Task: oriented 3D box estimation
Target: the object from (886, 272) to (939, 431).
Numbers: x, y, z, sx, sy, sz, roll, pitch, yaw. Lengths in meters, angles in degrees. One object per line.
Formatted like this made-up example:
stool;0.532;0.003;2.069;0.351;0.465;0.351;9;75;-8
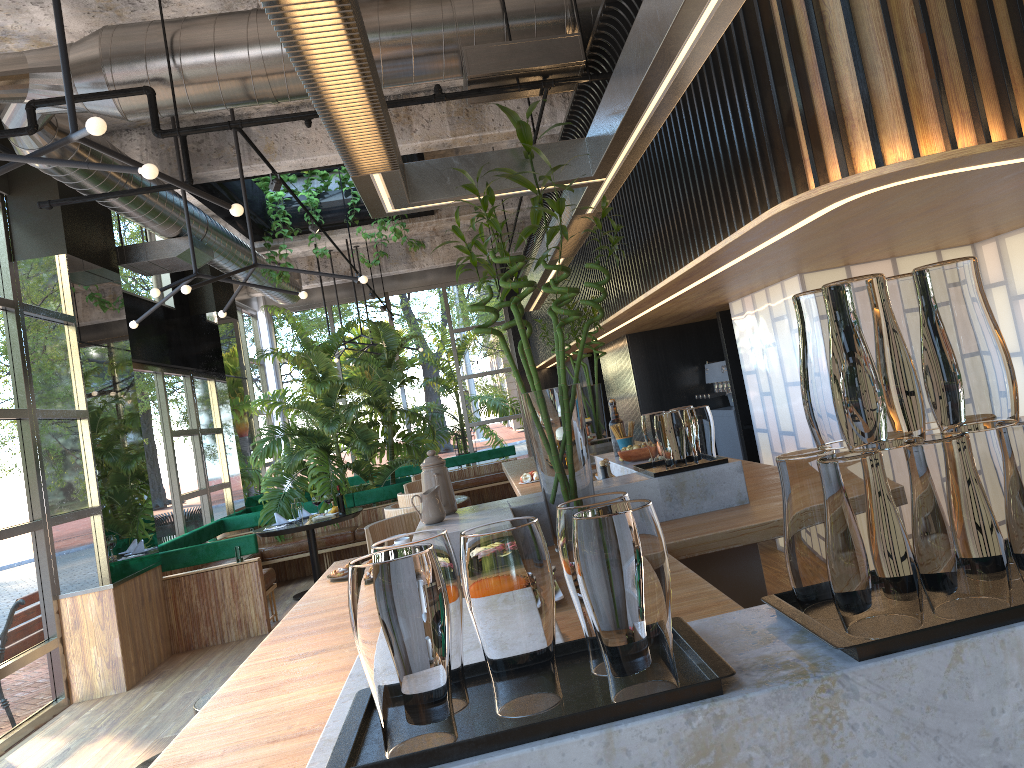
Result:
object;0.548;-0.045;1.212;0.109;0.210;0.101;-9;-4;-21

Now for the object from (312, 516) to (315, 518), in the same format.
object;-2.043;1.374;9.159;0.032;0.031;0.040;-11;-3;20

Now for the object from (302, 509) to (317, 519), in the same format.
object;-2.208;1.362;9.503;0.242;0.139;0.223;-10;-2;-22

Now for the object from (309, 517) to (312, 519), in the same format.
object;-2.084;1.389;9.213;0.033;0.019;0.038;-11;-2;7

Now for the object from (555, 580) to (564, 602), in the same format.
object;-0.049;0.552;2.314;0.338;0.025;0.486;-10;-1;-5

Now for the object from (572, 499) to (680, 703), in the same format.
object;0.131;0.243;0.997;0.108;0.210;0.103;-9;-4;-11

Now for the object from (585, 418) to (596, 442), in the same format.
object;0.468;0.328;6.168;0.211;0.135;0.799;-11;-1;3

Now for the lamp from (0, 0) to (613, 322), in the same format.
lamp;-1.719;-1.651;9.687;3.850;1.536;9.847;-10;-1;-6

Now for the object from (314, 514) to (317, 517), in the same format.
object;-2.046;1.376;9.248;0.033;0.032;0.037;-10;-3;-8

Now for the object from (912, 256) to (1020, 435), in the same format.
object;0.558;-0.049;1.103;0.109;0.210;0.101;-9;-4;-21

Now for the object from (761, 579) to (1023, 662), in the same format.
object;0.565;0.262;1.132;0.444;0.019;0.268;-10;-1;-7

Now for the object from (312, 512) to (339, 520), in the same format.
object;-1.895;1.353;9.195;0.238;0.019;0.354;-11;-1;5

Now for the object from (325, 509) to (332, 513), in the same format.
object;-1.886;1.324;9.296;0.193;0.038;0.063;-11;-2;27

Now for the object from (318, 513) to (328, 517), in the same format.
object;-1.953;1.347;9.184;0.102;0.013;0.219;-11;-1;1

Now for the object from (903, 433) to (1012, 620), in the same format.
object;0.535;0.168;1.078;0.109;0.210;0.101;-9;-4;-21

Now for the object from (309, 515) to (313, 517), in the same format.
object;-2.107;1.393;9.329;0.024;0.025;0.047;-11;-2;14

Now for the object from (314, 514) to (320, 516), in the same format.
object;-2.054;1.380;9.310;0.098;0.028;0.128;-11;-1;10

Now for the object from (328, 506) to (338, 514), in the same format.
object;-1.855;1.303;9.201;0.100;0.064;0.161;-9;-2;-35

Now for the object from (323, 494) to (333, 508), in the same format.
object;-1.940;1.274;9.425;0.105;0.201;0.099;-9;-4;-17

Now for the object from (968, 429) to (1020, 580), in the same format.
object;0.641;0.151;1.203;0.109;0.210;0.101;-9;-4;-21

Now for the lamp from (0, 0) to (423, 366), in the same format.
lamp;-0.506;-1.803;5.598;5.154;1.829;18.602;-10;-1;-3

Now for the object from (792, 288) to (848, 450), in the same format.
object;0.433;-0.024;1.185;0.109;0.210;0.101;-9;-4;-21

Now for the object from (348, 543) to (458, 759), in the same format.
object;-0.114;0.288;0.963;0.104;0.210;0.106;-11;-4;9

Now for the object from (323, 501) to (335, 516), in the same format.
object;-1.883;1.276;9.110;0.145;0.124;0.096;-9;-4;-25

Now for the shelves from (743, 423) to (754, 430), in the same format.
shelves;2.392;0.335;7.743;0.531;0.035;0.854;-10;-1;-5

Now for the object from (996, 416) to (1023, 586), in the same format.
object;0.657;0.145;1.090;0.109;0.210;0.101;-9;-4;-21

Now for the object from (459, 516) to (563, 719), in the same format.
object;0.003;0.268;1.029;0.104;0.210;0.106;-11;-4;9

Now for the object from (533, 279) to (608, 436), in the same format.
object;0.539;-0.232;7.081;0.641;1.554;0.611;-13;-5;33

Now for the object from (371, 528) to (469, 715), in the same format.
object;-0.107;0.289;1.071;0.104;0.210;0.106;-11;-4;9

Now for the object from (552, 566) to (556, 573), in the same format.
object;0.050;0.525;2.459;0.120;0.035;0.168;-10;-2;-25

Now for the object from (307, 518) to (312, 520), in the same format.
object;-2.075;1.388;9.113;0.063;0.013;0.145;-10;-1;-9

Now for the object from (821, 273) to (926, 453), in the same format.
object;0.441;-0.027;1.096;0.109;0.210;0.101;-9;-4;-21

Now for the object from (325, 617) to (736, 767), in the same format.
object;0.022;0.362;1.049;0.444;0.019;0.268;-10;-1;-7

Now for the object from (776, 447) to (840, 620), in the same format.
object;0.409;0.194;1.178;0.108;0.210;0.103;-9;-4;-11

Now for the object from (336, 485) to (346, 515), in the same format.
object;-1.761;1.183;9.094;0.067;0.300;0.069;-11;-5;11

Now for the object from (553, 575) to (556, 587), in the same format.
object;0.044;0.502;2.222;0.135;0.074;0.195;-10;-2;-5

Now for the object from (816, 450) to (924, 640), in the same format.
object;0.427;0.188;1.071;0.108;0.210;0.103;-9;-4;-11

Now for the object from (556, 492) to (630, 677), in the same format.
object;0.119;0.248;1.110;0.108;0.210;0.103;-9;-4;-11

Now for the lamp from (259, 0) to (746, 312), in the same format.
lamp;1.351;-2.016;4.904;5.088;2.140;6.579;-10;-2;-11

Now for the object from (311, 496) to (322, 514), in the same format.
object;-2.071;1.299;9.447;0.105;0.201;0.099;-9;-4;-17

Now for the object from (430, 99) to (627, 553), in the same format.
object;0.096;-0.239;2.946;0.677;1.554;0.580;-10;-4;-1

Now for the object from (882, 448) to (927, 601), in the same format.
object;0.523;0.172;1.184;0.109;0.210;0.101;-9;-4;-21
